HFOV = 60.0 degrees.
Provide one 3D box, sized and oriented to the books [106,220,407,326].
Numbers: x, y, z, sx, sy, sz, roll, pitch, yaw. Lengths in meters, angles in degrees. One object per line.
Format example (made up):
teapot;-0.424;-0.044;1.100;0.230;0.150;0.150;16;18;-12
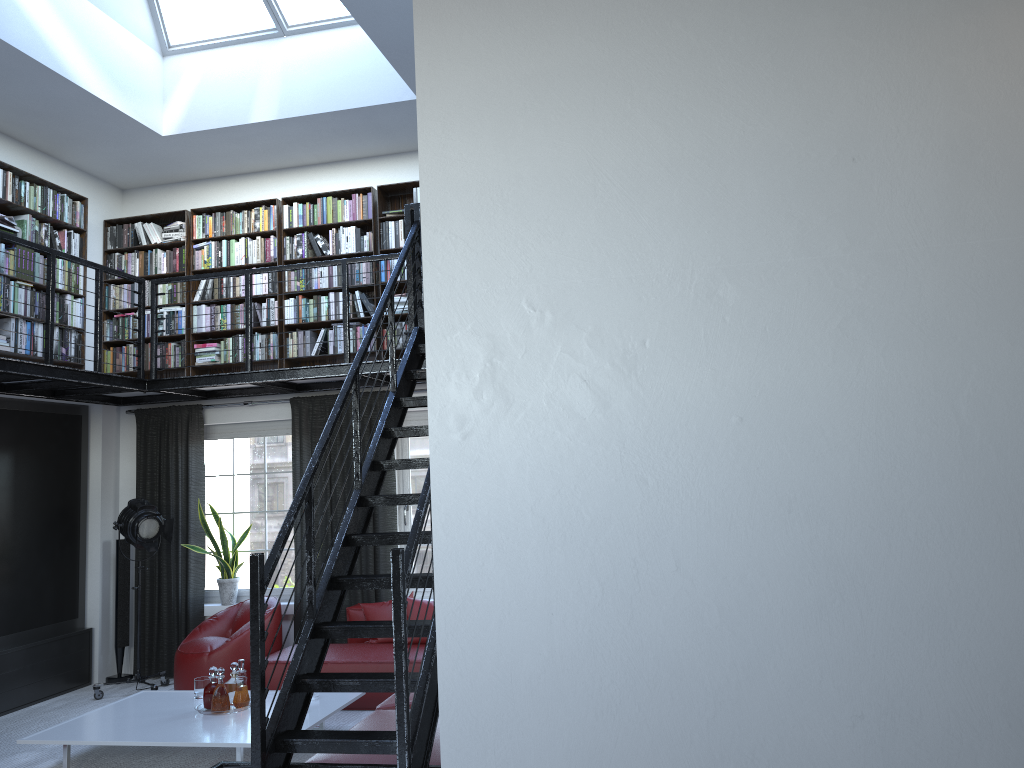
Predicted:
books;-1.566;-0.935;7.778;4.438;1.404;0.241;-4;-8;12

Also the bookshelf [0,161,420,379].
bookshelf;-1.854;-0.996;6.448;4.473;1.624;3.075;-4;-7;12

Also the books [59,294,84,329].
books;-1.878;-0.942;6.338;4.333;1.145;1.592;-4;-7;11

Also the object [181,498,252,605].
object;-2.666;1.469;7.758;0.552;0.944;0.524;-6;-8;23

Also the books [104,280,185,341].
books;-1.565;-0.946;7.784;4.433;1.419;0.226;-4;-8;12

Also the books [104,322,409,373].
books;-1.688;-0.993;7.316;4.432;1.436;1.280;-4;-7;14

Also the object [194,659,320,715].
object;-1.699;1.899;5.649;1.008;0.296;0.510;-5;-7;15

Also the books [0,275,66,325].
books;-1.807;-1.055;6.579;4.381;1.412;1.165;-4;-7;12

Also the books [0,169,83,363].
books;-1.941;-1.102;6.062;4.374;1.416;2.196;-4;-7;11

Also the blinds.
blinds;-2.204;1.315;7.718;2.506;2.398;0.125;-4;-8;12

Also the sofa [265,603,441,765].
sofa;-0.848;1.934;5.667;2.540;0.659;3.266;-4;-6;12

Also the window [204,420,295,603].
window;-2.372;1.149;7.997;1.166;1.613;0.132;-5;-8;12

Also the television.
television;-4.118;1.248;6.227;0.116;2.439;3.338;-5;-7;12

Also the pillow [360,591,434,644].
pillow;-0.248;1.753;6.507;0.982;0.403;1.948;2;-7;-35

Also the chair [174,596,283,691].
chair;-2.276;2.120;7.129;0.830;0.715;0.827;0;-8;-26

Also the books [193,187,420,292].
books;-1.582;-1.229;7.834;2.635;0.832;0.212;-4;-8;12

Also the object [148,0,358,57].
object;-1.983;-3.189;6.704;2.220;0.637;1.180;-4;-7;12

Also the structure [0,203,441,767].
structure;-1.941;0.590;5.474;4.486;3.371;4.596;-4;-7;12

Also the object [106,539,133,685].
object;-3.451;1.989;7.807;0.157;1.227;0.157;-7;-9;27

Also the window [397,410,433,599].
window;-0.418;1.005;7.577;1.166;1.613;0.132;-5;-8;12

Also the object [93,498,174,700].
object;-1.940;1.685;7.359;2.906;1.587;0.749;-2;-8;-4

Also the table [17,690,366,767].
table;-1.902;2.159;5.463;1.664;0.245;1.160;-4;-6;12

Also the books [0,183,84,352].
books;-3.987;-0.965;6.477;0.315;1.430;2.197;-5;-7;13

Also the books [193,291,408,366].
books;-1.191;-0.822;7.697;3.389;1.128;0.239;-4;-8;12
